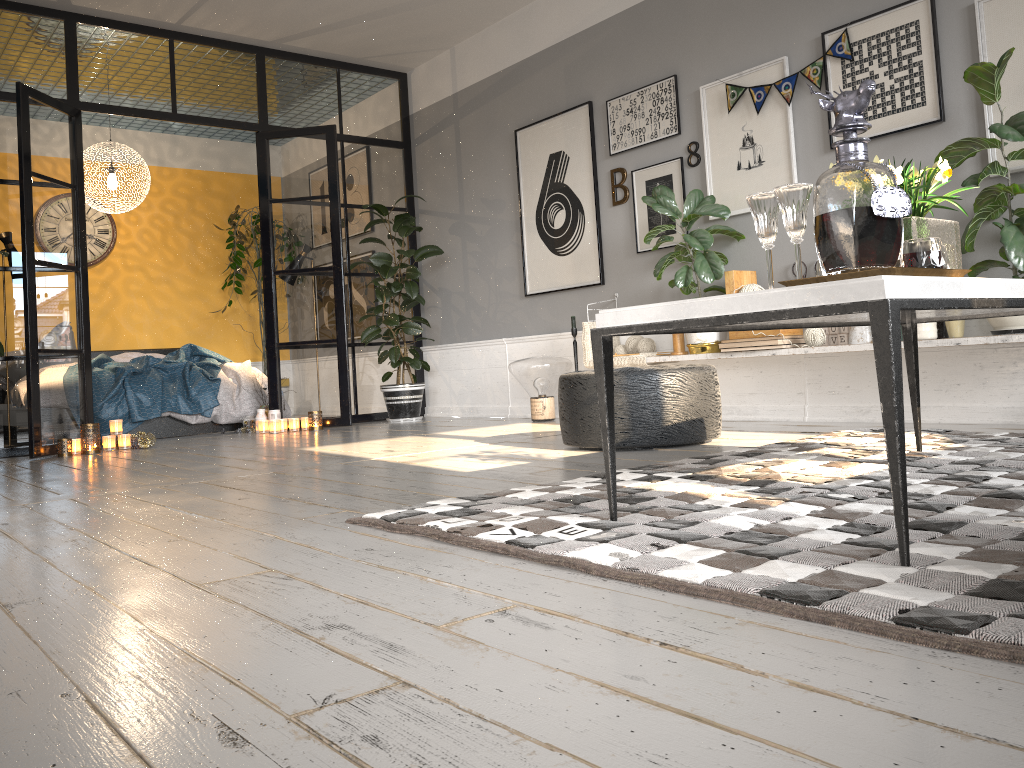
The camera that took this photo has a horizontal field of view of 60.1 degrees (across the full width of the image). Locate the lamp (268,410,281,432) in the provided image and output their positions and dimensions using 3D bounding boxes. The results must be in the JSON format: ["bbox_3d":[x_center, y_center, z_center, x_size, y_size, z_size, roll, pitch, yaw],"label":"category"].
[{"bbox_3d":[-1.780,0.279,6.647,0.092,0.167,0.089,-4,-2,18],"label":"lamp"}]

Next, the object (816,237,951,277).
[{"bbox_3d":[0.775,-0.244,1.882,0.278,0.087,0.246,-3,1,29],"label":"object"}]

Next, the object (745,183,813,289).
[{"bbox_3d":[0.584,-0.305,1.912,0.082,0.227,0.167,-2,-2,-27],"label":"object"}]

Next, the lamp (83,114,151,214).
[{"bbox_3d":[-3.457,-2.013,7.629,0.616,1.099,0.615,-4,-2,2],"label":"lamp"}]

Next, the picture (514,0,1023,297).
[{"bbox_3d":[-1.373,-1.259,5.108,4.045,1.799,7.272,-4,1,-38],"label":"picture"}]

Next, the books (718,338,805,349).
[{"bbox_3d":[1.329,-0.216,4.696,0.260,0.029,0.383,-4,2,-38],"label":"books"}]

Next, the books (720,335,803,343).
[{"bbox_3d":[1.334,-0.239,4.706,0.229,0.017,0.378,-5,2,-41],"label":"books"}]

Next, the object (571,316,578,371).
[{"bbox_3d":[0.500,-0.117,5.861,0.278,0.703,0.092,-6,-3,44],"label":"object"}]

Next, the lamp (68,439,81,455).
[{"bbox_3d":[-2.750,0.397,5.560,0.080,0.099,0.080,-4,-1,2],"label":"lamp"}]

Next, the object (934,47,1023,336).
[{"bbox_3d":[2.078,-0.781,3.688,0.416,1.153,0.565,-4,-2,1],"label":"object"}]

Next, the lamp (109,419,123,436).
[{"bbox_3d":[-2.564,0.282,5.732,0.080,0.099,0.080,-4,-1,2],"label":"lamp"}]

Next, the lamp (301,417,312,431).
[{"bbox_3d":[-1.537,0.298,6.611,0.080,0.099,0.080,-4,-1,2],"label":"lamp"}]

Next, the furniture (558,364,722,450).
[{"bbox_3d":[0.580,0.093,4.049,0.733,0.357,0.736,-3,1,39],"label":"furniture"}]

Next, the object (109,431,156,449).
[{"bbox_3d":[-2.587,0.376,5.957,0.715,0.118,0.192,-3,1,40],"label":"object"}]

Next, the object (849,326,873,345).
[{"bbox_3d":[1.680,-0.434,4.279,0.136,0.484,0.154,-2,-3,-39],"label":"object"}]

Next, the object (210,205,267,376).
[{"bbox_3d":[-2.526,-0.756,9.117,1.245,2.210,1.345,-5,-2,38],"label":"object"}]

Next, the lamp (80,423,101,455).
[{"bbox_3d":[-2.658,0.346,5.576,0.115,0.187,0.114,-2,-2,-40],"label":"lamp"}]

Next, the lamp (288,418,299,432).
[{"bbox_3d":[-1.618,0.304,6.573,0.080,0.099,0.080,-4,-1,2],"label":"lamp"}]

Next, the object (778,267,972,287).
[{"bbox_3d":[0.722,-0.207,1.760,0.318,0.015,0.246,-5,2,-38],"label":"object"}]

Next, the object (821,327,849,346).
[{"bbox_3d":[1.666,-0.283,4.453,0.078,0.174,0.264,-2,-1,-33],"label":"object"}]

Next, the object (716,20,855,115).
[{"bbox_3d":[1.450,-1.638,4.746,0.057,0.340,0.911,-1,-1,-39],"label":"object"}]

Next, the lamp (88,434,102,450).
[{"bbox_3d":[-2.766,0.387,5.864,0.081,0.107,0.080,-3,-2,-39],"label":"lamp"}]

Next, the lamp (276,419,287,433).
[{"bbox_3d":[-1.706,0.310,6.566,0.080,0.099,0.080,-4,-1,2],"label":"lamp"}]

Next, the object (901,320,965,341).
[{"bbox_3d":[1.863,-0.444,4.024,0.285,0.489,0.331,-4,-1,12],"label":"object"}]

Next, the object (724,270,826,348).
[{"bbox_3d":[1.395,-0.399,4.614,0.239,0.441,0.544,-2,-1,-38],"label":"object"}]

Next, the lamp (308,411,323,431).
[{"bbox_3d":[-1.456,0.273,6.554,0.107,0.141,0.107,-4,-1,15],"label":"lamp"}]

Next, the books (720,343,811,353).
[{"bbox_3d":[1.342,-0.192,4.688,0.297,0.021,0.367,-5,2,-44],"label":"books"}]

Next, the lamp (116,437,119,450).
[{"bbox_3d":[-2.611,0.392,5.820,0.069,0.080,0.068,-3,-1,-31],"label":"lamp"}]

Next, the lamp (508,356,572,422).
[{"bbox_3d":[0.200,0.032,6.014,0.433,0.439,0.431,-3,-1,-17],"label":"lamp"}]

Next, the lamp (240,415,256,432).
[{"bbox_3d":[-2.038,0.311,6.867,0.096,0.131,0.108,-4,-1,22],"label":"lamp"}]

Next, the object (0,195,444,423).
[{"bbox_3d":[-2.074,-0.504,6.015,3.902,1.799,1.008,-4,-1,-39],"label":"object"}]

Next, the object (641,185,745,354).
[{"bbox_3d":[1.036,-0.651,4.961,0.509,0.966,0.546,-5,-2,37],"label":"object"}]

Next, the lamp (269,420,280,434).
[{"bbox_3d":[-1.740,0.313,6.483,0.080,0.099,0.080,-4,-1,2],"label":"lamp"}]

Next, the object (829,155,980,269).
[{"bbox_3d":[0.975,-0.400,2.217,0.352,0.352,0.324,-3,-1,-36],"label":"object"}]

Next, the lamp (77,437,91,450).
[{"bbox_3d":[-2.731,0.393,5.650,0.080,0.099,0.080,-4,-1,2],"label":"lamp"}]

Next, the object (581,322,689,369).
[{"bbox_3d":[0.791,-0.257,5.388,0.329,0.307,0.782,-3,0,-38],"label":"object"}]

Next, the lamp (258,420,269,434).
[{"bbox_3d":[-1.842,0.318,6.567,0.080,0.099,0.080,-4,-1,16],"label":"lamp"}]

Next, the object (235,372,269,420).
[{"bbox_3d":[-1.913,0.105,6.976,0.437,0.523,0.278,-4,-2,2],"label":"object"}]

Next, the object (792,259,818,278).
[{"bbox_3d":[1.574,-0.424,4.623,0.019,0.465,0.221,-1,-3,-38],"label":"object"}]

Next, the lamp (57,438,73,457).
[{"bbox_3d":[-2.764,0.395,5.469,0.084,0.110,0.084,-4,-1,27],"label":"lamp"}]

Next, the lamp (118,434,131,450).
[{"bbox_3d":[-2.520,0.378,5.755,0.080,0.099,0.080,-4,-1,2],"label":"lamp"}]

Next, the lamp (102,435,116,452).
[{"bbox_3d":[-2.596,0.384,5.704,0.080,0.099,0.080,-4,-1,2],"label":"lamp"}]

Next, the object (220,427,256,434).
[{"bbox_3d":[-2.107,0.359,6.804,0.326,0.054,0.087,-3,0,15],"label":"object"}]

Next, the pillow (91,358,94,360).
[{"bbox_3d":[-3.611,-0.123,8.312,0.777,0.297,0.525,-4,1,-38],"label":"pillow"}]

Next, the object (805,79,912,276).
[{"bbox_3d":[0.667,-0.404,1.721,0.148,0.418,0.155,-3,-2,-19],"label":"object"}]

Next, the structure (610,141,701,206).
[{"bbox_3d":[0.887,-1.303,5.511,0.024,0.263,0.737,-1,-1,-38],"label":"structure"}]

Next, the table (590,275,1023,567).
[{"bbox_3d":[0.991,0.032,2.220,1.458,0.512,0.730,-4,0,-38],"label":"table"}]

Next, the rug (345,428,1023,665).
[{"bbox_3d":[1.085,0.261,2.472,2.530,0.034,1.765,-5,2,-38],"label":"rug"}]

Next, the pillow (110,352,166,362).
[{"bbox_3d":[-3.387,-0.182,7.981,0.484,0.227,0.593,-3,1,11],"label":"pillow"}]

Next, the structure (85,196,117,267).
[{"bbox_3d":[-4.151,-1.462,8.431,0.728,0.726,0.070,-3,-2,-38],"label":"structure"}]

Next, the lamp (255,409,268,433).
[{"bbox_3d":[-1.893,0.280,6.686,0.092,0.180,0.092,-3,-2,-18],"label":"lamp"}]

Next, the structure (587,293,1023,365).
[{"bbox_3d":[1.431,-0.373,4.617,0.308,0.487,2.768,-2,0,-38],"label":"structure"}]

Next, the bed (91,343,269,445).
[{"bbox_3d":[-3.210,0.042,7.550,1.900,0.772,2.316,-4,1,-38],"label":"bed"}]
